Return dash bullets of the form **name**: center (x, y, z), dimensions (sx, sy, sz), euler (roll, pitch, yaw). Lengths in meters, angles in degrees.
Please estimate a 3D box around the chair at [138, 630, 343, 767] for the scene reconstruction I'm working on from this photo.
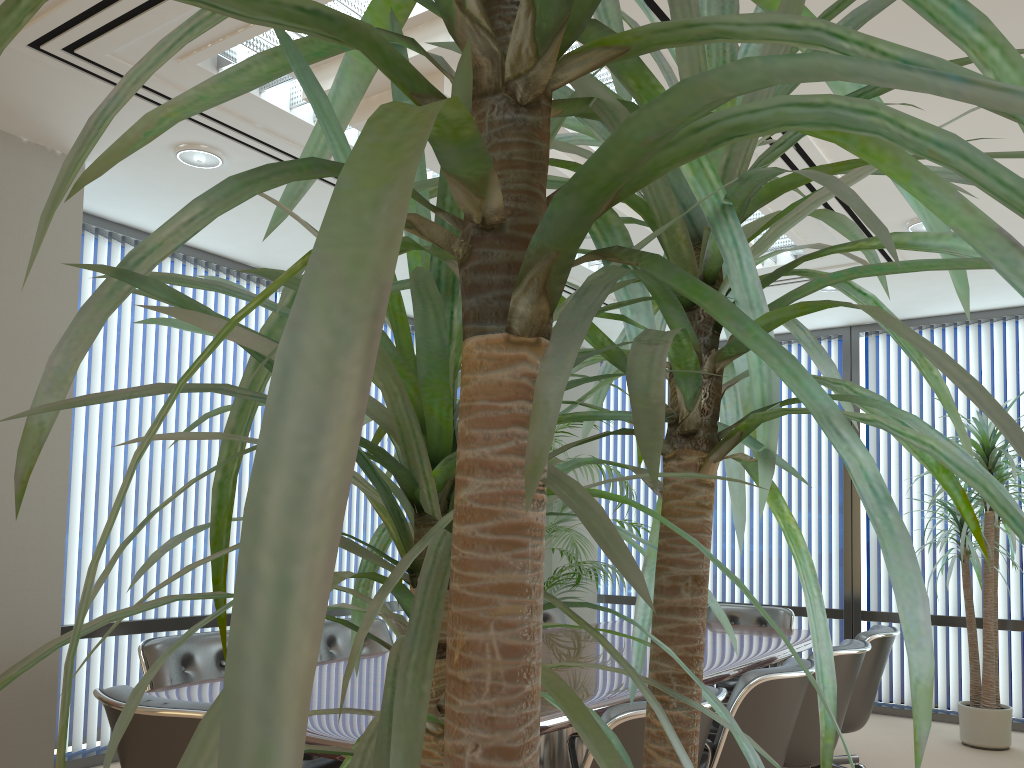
- **chair**: center (-1.086, 1.491, 3.658), dimensions (0.854, 0.851, 0.765), euler (-3, -8, 30)

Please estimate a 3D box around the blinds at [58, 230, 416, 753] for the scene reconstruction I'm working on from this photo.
- **blinds**: center (-1.234, 0.893, 6.601), dimensions (0.032, 2.881, 4.938), euler (-1, -8, 35)

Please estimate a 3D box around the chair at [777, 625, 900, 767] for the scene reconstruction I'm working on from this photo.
- **chair**: center (1.659, 1.745, 4.820), dimensions (0.854, 0.851, 0.741), euler (-3, -7, 30)

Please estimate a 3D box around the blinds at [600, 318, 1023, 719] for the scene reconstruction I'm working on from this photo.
- **blinds**: center (2.461, 1.078, 7.246), dimensions (4.942, 2.884, 0.051), euler (-5, -6, 35)

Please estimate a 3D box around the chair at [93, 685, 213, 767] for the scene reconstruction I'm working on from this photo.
- **chair**: center (-0.777, 1.320, 2.630), dimensions (0.760, 0.851, 0.859), euler (-3, -8, 35)

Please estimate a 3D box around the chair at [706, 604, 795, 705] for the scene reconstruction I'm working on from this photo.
- **chair**: center (1.482, 1.925, 5.885), dimensions (0.760, 0.851, 0.859), euler (-3, -8, 35)

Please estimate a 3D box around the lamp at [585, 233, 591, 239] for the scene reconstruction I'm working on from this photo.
- **lamp**: center (0.370, -0.768, 4.403), dimensions (0.226, 0.035, 0.227), euler (7, -11, -30)

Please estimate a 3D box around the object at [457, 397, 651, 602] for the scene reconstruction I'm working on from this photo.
- **object**: center (0.068, 1.253, 6.891), dimensions (2.176, 2.457, 2.101), euler (6, -8, -34)

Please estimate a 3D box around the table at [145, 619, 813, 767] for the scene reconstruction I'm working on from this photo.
- **table**: center (0.319, 1.677, 4.262), dimensions (1.511, 0.742, 4.106), euler (-5, -11, 34)

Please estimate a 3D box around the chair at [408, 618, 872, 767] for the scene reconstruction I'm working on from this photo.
- **chair**: center (0.535, 1.685, 4.598), dimensions (2.534, 0.850, 0.765), euler (-5, -9, 34)

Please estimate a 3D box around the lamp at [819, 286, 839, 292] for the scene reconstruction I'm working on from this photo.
- **lamp**: center (2.153, -0.657, 5.937), dimensions (0.225, 0.035, 0.227), euler (-3, -11, 24)

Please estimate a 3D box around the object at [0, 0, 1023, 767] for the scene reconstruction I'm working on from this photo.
- **object**: center (0.019, 0.291, 0.511), dimensions (0.805, 1.817, 0.824), euler (0, -5, 10)

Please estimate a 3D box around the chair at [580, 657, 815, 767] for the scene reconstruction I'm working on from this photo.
- **chair**: center (0.741, 1.487, 3.425), dimensions (0.854, 0.851, 0.765), euler (-4, -8, 35)

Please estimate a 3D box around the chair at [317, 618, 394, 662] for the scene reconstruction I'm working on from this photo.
- **chair**: center (-0.636, 1.624, 4.378), dimensions (0.854, 0.851, 0.765), euler (-4, -8, 35)

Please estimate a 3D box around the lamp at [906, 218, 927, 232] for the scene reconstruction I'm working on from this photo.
- **lamp**: center (2.251, -0.856, 4.768), dimensions (0.226, 0.035, 0.227), euler (7, -11, -30)

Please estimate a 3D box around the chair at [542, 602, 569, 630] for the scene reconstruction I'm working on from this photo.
- **chair**: center (0.364, 1.879, 5.745), dimensions (0.855, 0.851, 0.764), euler (-4, -9, 40)

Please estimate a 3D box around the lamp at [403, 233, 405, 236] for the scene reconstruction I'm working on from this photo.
- **lamp**: center (-0.686, -0.844, 5.178), dimensions (0.226, 0.035, 0.227), euler (7, -11, -30)

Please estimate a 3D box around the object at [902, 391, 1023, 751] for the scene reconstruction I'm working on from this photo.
- **object**: center (3.128, 1.219, 5.791), dimensions (1.017, 2.294, 1.041), euler (0, -5, 10)

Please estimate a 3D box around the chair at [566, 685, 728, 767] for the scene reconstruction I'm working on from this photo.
- **chair**: center (0.203, 1.357, 2.729), dimensions (0.860, 0.851, 0.759), euler (-4, -8, 38)

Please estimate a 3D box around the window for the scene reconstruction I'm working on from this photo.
- **window**: center (0.636, 0.999, 6.958), dimensions (7.376, 2.888, 3.569), euler (3, -8, -10)

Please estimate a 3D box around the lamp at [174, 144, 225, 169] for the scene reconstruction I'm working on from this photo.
- **lamp**: center (-1.446, -1.047, 4.082), dimensions (0.226, 0.035, 0.226), euler (9, -12, -37)
